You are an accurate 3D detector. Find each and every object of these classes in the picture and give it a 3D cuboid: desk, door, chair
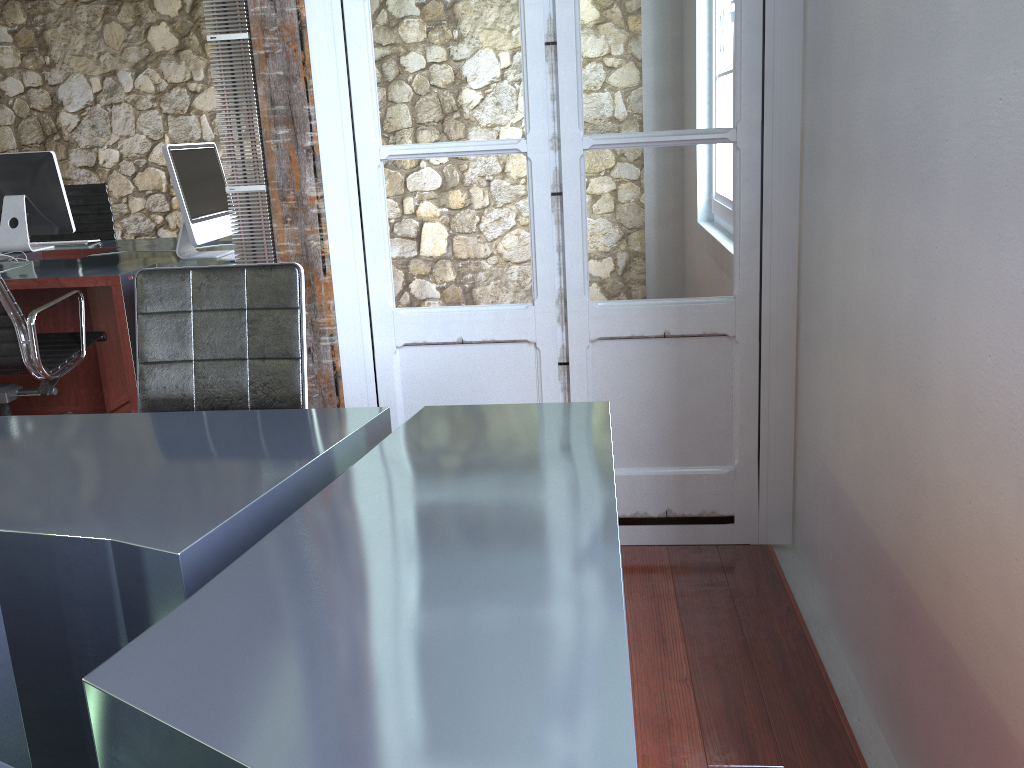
[{"bbox_3d":[-0.574,0.612,1.120,1.445,0.646,1.736,-2,16,5],"label":"desk"},{"bbox_3d":[0.119,-0.574,2.389,1.160,2.154,0.041,-2,13,5],"label":"door"},{"bbox_3d":[-2.161,-0.243,4.227,2.506,0.719,1.318,-2,16,5],"label":"desk"},{"bbox_3d":[-2.456,-0.571,4.907,0.665,1.010,0.708,-3,14,1],"label":"chair"},{"bbox_3d":[-0.727,0.226,2.029,0.475,0.908,0.609,-2,14,5],"label":"chair"},{"bbox_3d":[-1.946,-0.156,3.382,0.665,1.010,0.708,-3,14,0],"label":"chair"}]

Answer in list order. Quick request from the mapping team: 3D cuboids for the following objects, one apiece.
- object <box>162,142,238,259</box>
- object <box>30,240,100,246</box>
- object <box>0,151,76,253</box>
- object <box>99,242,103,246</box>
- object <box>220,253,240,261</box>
[{"bbox_3d":[-1.360,-0.799,3.850,0.189,0.479,0.490,-2,15,5],"label":"object"},{"bbox_3d":[-2.422,-0.749,4.696,0.439,0.017,0.120,-2,16,5],"label":"object"},{"bbox_3d":[-2.478,-0.909,4.430,0.483,0.479,0.192,-2,14,5],"label":"object"},{"bbox_3d":[-2.117,-0.722,4.562,0.011,0.011,0.151,-8,17,-18],"label":"object"},{"bbox_3d":[-1.129,-0.574,3.857,0.118,0.017,0.445,-2,16,5],"label":"object"}]
